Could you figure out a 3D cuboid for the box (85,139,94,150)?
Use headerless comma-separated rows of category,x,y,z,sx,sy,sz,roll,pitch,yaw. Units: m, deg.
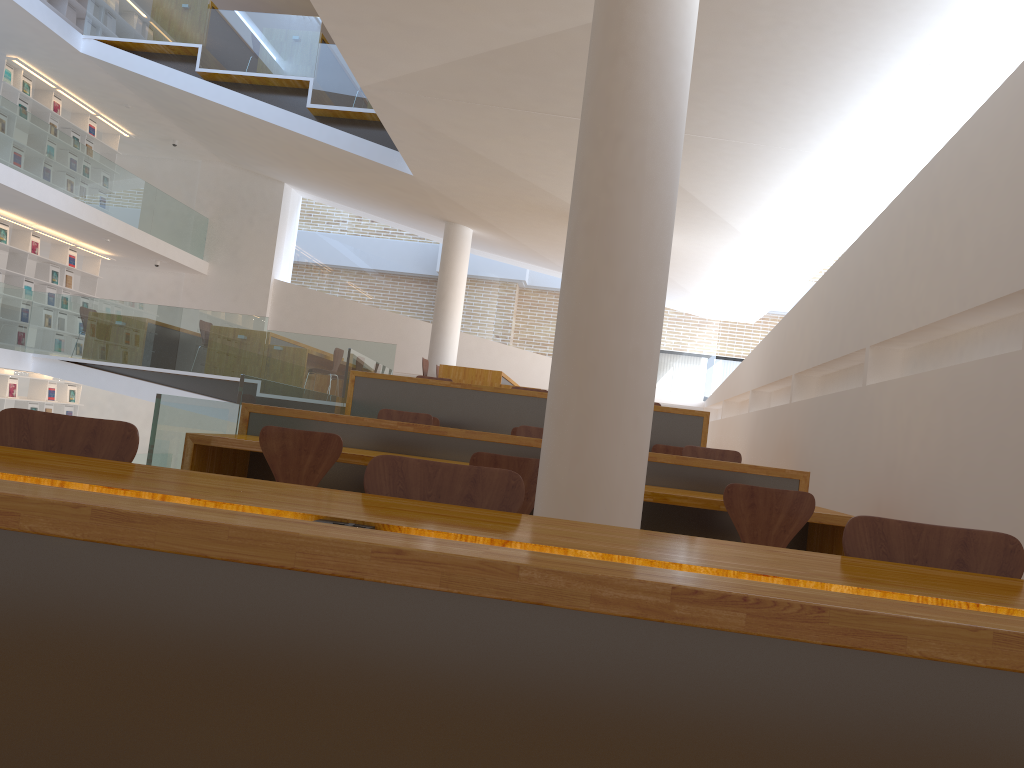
box,-6.635,-3.635,13.725,0.274,0.296,0.245,7,-3,6

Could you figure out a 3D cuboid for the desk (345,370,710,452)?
desk,0.094,0.574,7.876,3.216,1.022,1.248,7,-3,6

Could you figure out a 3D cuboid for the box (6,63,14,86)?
box,-6.781,-4.104,11.761,0.274,0.296,0.245,7,-3,6

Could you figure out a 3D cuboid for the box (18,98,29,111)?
box,-6.783,-3.751,12.137,0.274,0.296,0.245,7,-3,6

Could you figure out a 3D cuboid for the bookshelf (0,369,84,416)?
bookshelf,-7.168,0.734,12.779,0.498,1.836,2.984,7,-3,6

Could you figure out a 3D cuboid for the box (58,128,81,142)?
box,-6.668,-3.660,13.371,0.274,0.296,0.245,7,-3,6

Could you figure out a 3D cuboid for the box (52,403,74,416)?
box,-7.082,0.472,13.998,0.274,0.296,0.245,7,-3,6

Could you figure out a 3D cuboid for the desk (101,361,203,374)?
desk,-4.775,-0.444,12.573,0.760,0.606,3.194,7,-3,6

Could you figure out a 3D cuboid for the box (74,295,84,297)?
box,-6.873,-1.245,14.103,0.274,0.296,0.245,7,-3,6

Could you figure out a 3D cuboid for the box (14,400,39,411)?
box,-7.165,0.409,13.117,0.274,0.296,0.245,7,-3,6

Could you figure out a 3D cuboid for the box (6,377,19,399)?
box,-7.175,0.042,12.581,0.274,0.296,0.245,7,-3,6

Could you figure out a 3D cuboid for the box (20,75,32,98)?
box,-6.744,-4.075,12.155,0.274,0.296,0.245,7,-3,6

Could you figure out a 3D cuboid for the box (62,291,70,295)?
box,-6.923,-1.282,13.571,0.274,0.296,0.245,7,-3,6

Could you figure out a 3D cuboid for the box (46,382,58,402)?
box,-7.092,0.110,13.496,0.274,0.296,0.245,7,-3,6

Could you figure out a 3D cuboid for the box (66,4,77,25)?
box,-6.514,-5.371,12.933,0.274,0.296,0.245,7,-3,6

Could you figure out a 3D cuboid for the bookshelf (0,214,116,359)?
bookshelf,-6.918,-1.307,12.904,0.498,1.836,2.984,7,-3,6

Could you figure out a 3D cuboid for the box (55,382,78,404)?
box,-7.043,0.147,14.018,0.274,0.296,0.245,7,-3,6

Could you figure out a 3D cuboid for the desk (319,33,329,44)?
desk,-2.617,-3.982,12.590,0.760,0.606,3.196,7,-3,6

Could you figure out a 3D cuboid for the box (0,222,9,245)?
box,-6.992,-2.047,12.032,0.274,0.296,0.245,7,-3,6

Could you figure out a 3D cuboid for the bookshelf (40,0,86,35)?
bookshelf,-6.427,-5.332,13.149,0.498,1.836,2.984,7,-3,6

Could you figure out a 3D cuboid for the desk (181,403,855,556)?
desk,0.008,0.680,4.887,3.243,0.785,1.527,7,-3,6

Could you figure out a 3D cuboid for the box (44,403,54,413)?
box,-7.131,0.435,13.477,0.274,0.296,0.245,7,-3,6

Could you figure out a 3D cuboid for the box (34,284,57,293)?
box,-6.956,-1.308,13.222,0.274,0.296,0.245,7,-3,6

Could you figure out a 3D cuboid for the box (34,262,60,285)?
box,-6.916,-1.633,13.242,0.274,0.296,0.245,7,-3,6

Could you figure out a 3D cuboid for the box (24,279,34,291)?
box,-7.006,-1.346,12.688,0.274,0.296,0.245,7,-3,6

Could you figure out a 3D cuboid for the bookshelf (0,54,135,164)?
bookshelf,-6.671,-3.335,13.027,0.498,1.836,2.984,7,-3,6

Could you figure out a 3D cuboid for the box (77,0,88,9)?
box,-6.425,-5.657,13.487,0.274,0.296,0.245,7,-3,6

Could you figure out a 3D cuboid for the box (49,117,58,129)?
box,-6.720,-3.701,12.813,0.274,0.296,0.245,7,-3,6

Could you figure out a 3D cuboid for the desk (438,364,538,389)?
desk,-0.150,0.324,12.147,1.247,0.762,3.194,7,-3,6

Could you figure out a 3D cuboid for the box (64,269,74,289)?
box,-6.882,-1.607,13.601,0.274,0.296,0.245,7,-3,6

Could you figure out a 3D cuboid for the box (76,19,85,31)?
box,-6.464,-5.332,13.467,0.274,0.296,0.245,7,-3,6

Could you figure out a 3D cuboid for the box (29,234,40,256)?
box,-6.926,-2.000,12.705,0.274,0.296,0.245,7,-3,6

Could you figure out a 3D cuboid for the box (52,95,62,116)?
box,-6.678,-4.028,12.829,0.274,0.296,0.245,7,-3,6

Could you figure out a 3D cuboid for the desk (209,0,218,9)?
desk,-4.045,-4.454,12.758,0.760,0.606,3.196,7,-3,6

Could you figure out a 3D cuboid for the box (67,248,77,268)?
box,-6.842,-1.932,13.621,0.274,0.296,0.245,7,-3,6

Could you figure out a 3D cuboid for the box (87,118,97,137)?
box,-6.595,-3.960,13.744,0.274,0.296,0.245,7,-3,6

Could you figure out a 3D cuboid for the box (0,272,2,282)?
box,-7.071,-1.397,11.994,0.274,0.296,0.245,7,-3,6
